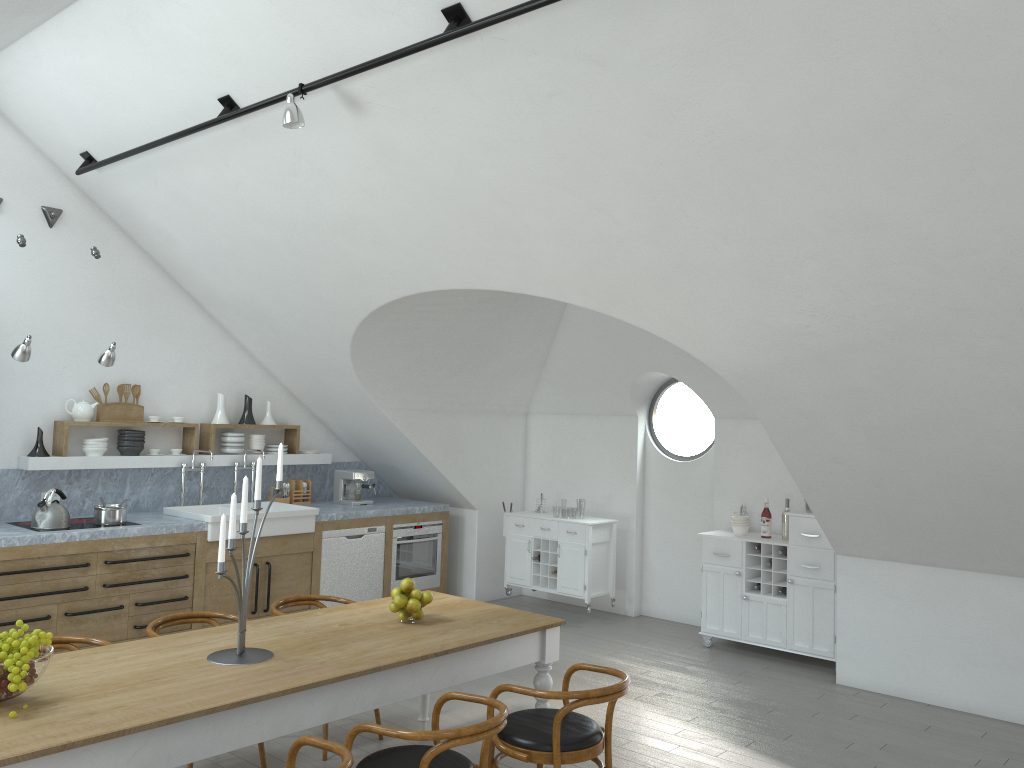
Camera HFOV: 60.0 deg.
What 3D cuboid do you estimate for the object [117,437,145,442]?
[{"bbox_3d":[-3.057,0.463,7.115,0.205,0.072,0.205,0,-3,29],"label":"object"}]

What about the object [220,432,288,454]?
[{"bbox_3d":[-2.310,0.536,7.973,0.198,0.196,0.656,-1,-4,41],"label":"object"}]

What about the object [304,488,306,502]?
[{"bbox_3d":[-1.936,1.020,8.304,0.018,0.196,0.020,4,-4,-27],"label":"object"}]

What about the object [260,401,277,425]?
[{"bbox_3d":[-2.227,0.264,8.115,0.156,0.219,0.155,0,-4,22],"label":"object"}]

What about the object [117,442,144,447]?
[{"bbox_3d":[-3.061,0.512,7.109,0.205,0.086,0.205,2,-3,-11],"label":"object"}]

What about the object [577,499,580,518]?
[{"bbox_3d":[0.630,1.171,8.311,0.054,0.179,0.054,0,-4,18],"label":"object"}]

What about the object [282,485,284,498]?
[{"bbox_3d":[-2.095,1.007,8.122,0.019,0.196,0.022,0,-5,29],"label":"object"}]

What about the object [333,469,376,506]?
[{"bbox_3d":[-1.449,0.986,8.428,0.386,0.321,0.324,-1,-4,41],"label":"object"}]

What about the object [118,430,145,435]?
[{"bbox_3d":[-3.059,0.410,7.124,0.205,0.080,0.205,-1,-3,44],"label":"object"}]

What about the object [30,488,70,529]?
[{"bbox_3d":[-3.208,0.862,6.177,0.246,0.268,0.246,4,-4,-39],"label":"object"}]

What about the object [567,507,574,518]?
[{"bbox_3d":[0.563,1.213,8.349,0.094,0.094,0.093,0,-4,29],"label":"object"}]

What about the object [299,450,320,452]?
[{"bbox_3d":[-1.930,0.647,8.422,0.213,0.025,0.213,1,-3,29],"label":"object"}]

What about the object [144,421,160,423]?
[{"bbox_3d":[-2.943,0.314,7.286,0.163,0.012,0.163,3,-3,-31],"label":"object"}]

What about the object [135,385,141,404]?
[{"bbox_3d":[-3.049,0.154,7.208,0.030,0.294,0.057,-2,-5,41],"label":"object"}]

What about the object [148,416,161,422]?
[{"bbox_3d":[-2.942,0.290,7.288,0.098,0.049,0.098,0,-3,39],"label":"object"}]

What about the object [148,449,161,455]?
[{"bbox_3d":[-2.940,0.559,7.280,0.098,0.049,0.098,0,-3,39],"label":"object"}]

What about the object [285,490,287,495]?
[{"bbox_3d":[-2.073,1.008,8.129,0.023,0.196,0.018,-1,-5,36],"label":"object"}]

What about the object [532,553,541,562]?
[{"bbox_3d":[0.302,1.637,8.359,0.082,0.085,0.317,-1,-4,42],"label":"object"}]

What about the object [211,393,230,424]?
[{"bbox_3d":[-2.541,0.215,7.746,0.156,0.269,0.156,0,-4,30],"label":"object"}]

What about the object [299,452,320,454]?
[{"bbox_3d":[-1.930,0.656,8.421,0.213,0.025,0.213,1,-3,29],"label":"object"}]

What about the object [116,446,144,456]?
[{"bbox_3d":[-3.061,0.539,7.108,0.205,0.072,0.205,0,-3,29],"label":"object"}]

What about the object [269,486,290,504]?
[{"bbox_3d":[-2.128,1.021,8.112,0.100,0.172,0.172,-2,-5,43],"label":"object"}]

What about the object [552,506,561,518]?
[{"bbox_3d":[0.417,1.201,8.307,0.081,0.105,0.081,4,-4,-36],"label":"object"}]

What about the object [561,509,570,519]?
[{"bbox_3d":[0.500,1.213,8.282,0.077,0.085,0.077,0,-4,29],"label":"object"}]

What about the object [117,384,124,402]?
[{"bbox_3d":[-3.137,0.146,7.106,0.040,0.300,0.061,-1,-5,39],"label":"object"}]

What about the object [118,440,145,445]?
[{"bbox_3d":[-3.054,0.485,7.110,0.205,0.086,0.205,2,-3,-6],"label":"object"}]

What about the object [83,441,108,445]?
[{"bbox_3d":[-3.244,0.483,6.900,0.181,0.069,0.181,3,-3,-31],"label":"object"}]

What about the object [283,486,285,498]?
[{"bbox_3d":[-2.084,1.016,8.105,0.019,0.179,0.044,1,-4,6],"label":"object"}]

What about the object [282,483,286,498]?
[{"bbox_3d":[-2.095,1.005,8.150,0.040,0.193,0.042,3,-4,-11],"label":"object"}]

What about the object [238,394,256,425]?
[{"bbox_3d":[-2.366,0.228,7.942,0.156,0.269,0.156,5,-5,-45],"label":"object"}]

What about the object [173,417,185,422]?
[{"bbox_3d":[-2.801,0.301,7.449,0.098,0.049,0.098,0,-3,39],"label":"object"}]

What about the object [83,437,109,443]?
[{"bbox_3d":[-3.243,0.454,6.903,0.180,0.076,0.180,2,-3,-11],"label":"object"}]

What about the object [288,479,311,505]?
[{"bbox_3d":[-1.990,1.006,8.288,0.104,0.223,0.200,-1,-5,41],"label":"object"}]

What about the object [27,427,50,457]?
[{"bbox_3d":[-3.523,0.429,6.611,0.156,0.219,0.155,0,-4,22],"label":"object"}]

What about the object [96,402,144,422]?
[{"bbox_3d":[-3.132,0.225,7.094,0.084,0.158,0.353,-1,-4,41],"label":"object"}]

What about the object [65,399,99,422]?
[{"bbox_3d":[-3.329,0.205,6.856,0.174,0.169,0.167,0,-3,25],"label":"object"}]

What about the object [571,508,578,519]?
[{"bbox_3d":[0.579,1.208,8.259,0.071,0.099,0.071,3,-4,-26],"label":"object"}]

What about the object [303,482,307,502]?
[{"bbox_3d":[-1.938,1.016,8.288,0.040,0.193,0.042,2,-4,1],"label":"object"}]

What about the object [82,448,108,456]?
[{"bbox_3d":[-3.247,0.529,6.895,0.181,0.064,0.181,3,-3,-26],"label":"object"}]

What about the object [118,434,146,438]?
[{"bbox_3d":[-3.057,0.438,7.121,0.205,0.084,0.205,3,-3,-21],"label":"object"}]

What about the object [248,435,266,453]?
[{"bbox_3d":[-2.291,0.534,7.958,0.157,0.160,0.154,3,-3,-21],"label":"object"}]

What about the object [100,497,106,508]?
[{"bbox_3d":[-2.976,0.922,6.500,0.236,0.167,0.051,0,-4,36],"label":"object"}]

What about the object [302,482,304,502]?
[{"bbox_3d":[-1.956,1.019,8.313,0.018,0.196,0.023,5,-5,-41],"label":"object"}]

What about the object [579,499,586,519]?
[{"bbox_3d":[0.652,1.165,8.252,0.063,0.187,0.063,0,-4,26],"label":"object"}]

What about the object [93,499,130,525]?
[{"bbox_3d":[-2.899,0.952,6.536,0.232,0.170,0.394,1,-3,21],"label":"object"}]

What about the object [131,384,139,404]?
[{"bbox_3d":[-3.060,0.152,7.168,0.039,0.298,0.067,-2,-5,41],"label":"object"}]

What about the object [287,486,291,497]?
[{"bbox_3d":[-2.056,1.018,8.131,0.044,0.179,0.019,0,-4,26],"label":"object"}]

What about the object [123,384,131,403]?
[{"bbox_3d":[-3.100,0.148,7.119,0.019,0.300,0.057,-2,-5,41],"label":"object"}]

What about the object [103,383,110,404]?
[{"bbox_3d":[-3.215,0.139,7.017,0.027,0.300,0.055,-2,-5,41],"label":"object"}]

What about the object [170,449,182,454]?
[{"bbox_3d":[-2.814,0.569,7.425,0.098,0.049,0.098,0,-3,39],"label":"object"}]

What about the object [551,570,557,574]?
[{"bbox_3d":[0.473,1.741,8.250,0.082,0.083,0.316,-1,-4,41],"label":"object"}]

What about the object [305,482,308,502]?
[{"bbox_3d":[-1.933,1.020,8.314,0.019,0.196,0.022,-2,-5,42],"label":"object"}]

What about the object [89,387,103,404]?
[{"bbox_3d":[-3.238,0.155,6.986,0.199,0.259,0.016,4,-5,-38],"label":"object"}]

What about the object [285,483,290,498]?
[{"bbox_3d":[-2.058,1.005,8.118,0.040,0.193,0.042,3,-4,-12],"label":"object"}]

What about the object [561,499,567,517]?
[{"bbox_3d":[0.489,1.173,8.350,0.048,0.170,0.048,0,-4,29],"label":"object"}]

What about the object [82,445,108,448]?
[{"bbox_3d":[-3.247,0.506,6.896,0.181,0.065,0.181,2,-3,-11],"label":"object"}]
